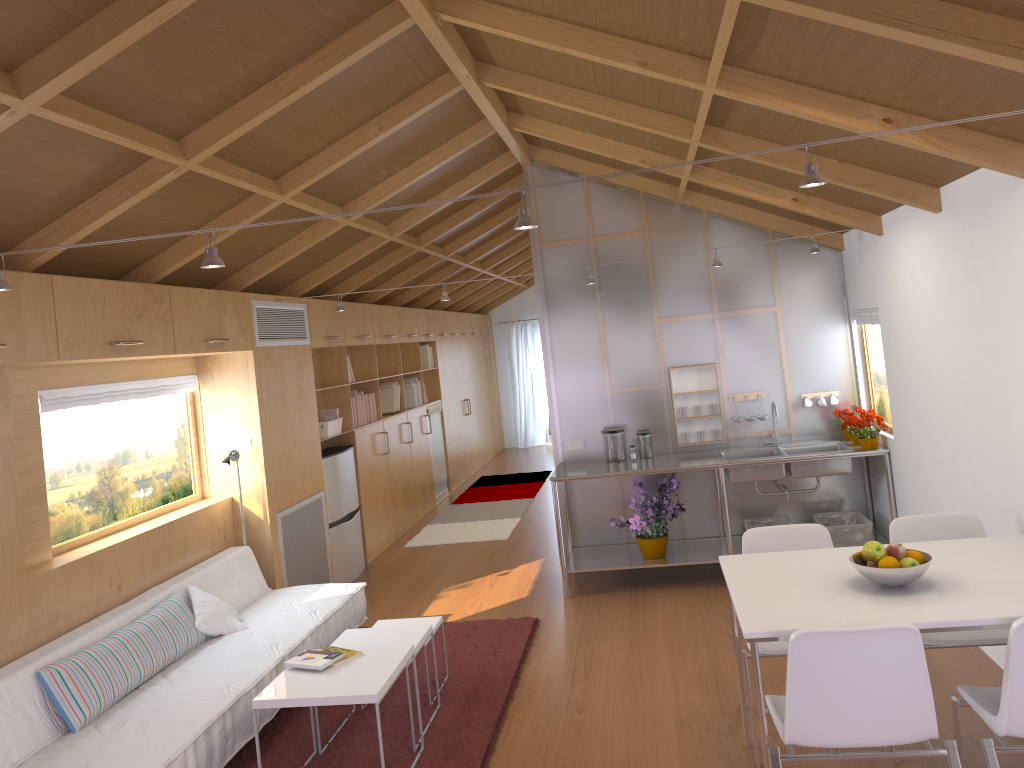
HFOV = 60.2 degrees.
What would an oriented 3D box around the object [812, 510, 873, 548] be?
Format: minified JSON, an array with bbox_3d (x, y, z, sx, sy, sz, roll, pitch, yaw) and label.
[{"bbox_3d":[2.124,0.941,5.680,0.298,0.159,0.415,-6,2,9],"label":"object"}]

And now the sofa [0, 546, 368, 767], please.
[{"bbox_3d":[-1.451,1.330,4.186,0.861,0.629,2.357,-6,2,9],"label":"sofa"}]

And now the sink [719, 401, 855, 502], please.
[{"bbox_3d":[1.787,0.440,5.835,0.809,0.642,0.564,-6,0,8],"label":"sink"}]

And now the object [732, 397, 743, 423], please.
[{"bbox_3d":[1.555,0.181,6.122,0.074,0.183,0.075,-7,-2,40],"label":"object"}]

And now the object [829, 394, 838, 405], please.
[{"bbox_3d":[2.200,0.105,6.049,0.059,0.080,0.062,-6,0,9],"label":"object"}]

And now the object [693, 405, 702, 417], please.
[{"bbox_3d":[1.295,0.191,6.162,0.061,0.077,0.061,-6,0,-17],"label":"object"}]

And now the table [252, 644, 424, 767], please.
[{"bbox_3d":[-0.669,1.357,3.507,0.484,0.439,0.525,-6,1,9],"label":"table"}]

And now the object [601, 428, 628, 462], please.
[{"bbox_3d":[0.717,0.425,6.172,0.171,0.216,0.172,-6,0,22],"label":"object"}]

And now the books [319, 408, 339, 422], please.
[{"bbox_3d":[-1.451,0.297,7.013,0.150,0.193,0.088,-6,-1,8],"label":"books"}]

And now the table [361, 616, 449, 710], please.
[{"bbox_3d":[-0.535,1.369,4.357,0.341,0.309,0.369,-6,1,9],"label":"table"}]

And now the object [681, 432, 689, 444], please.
[{"bbox_3d":[1.212,0.378,6.171,0.061,0.077,0.061,-6,0,21],"label":"object"}]

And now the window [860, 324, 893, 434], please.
[{"bbox_3d":[2.365,-0.093,5.656,0.026,0.796,0.724,-6,0,9],"label":"window"}]

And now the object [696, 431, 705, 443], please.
[{"bbox_3d":[1.314,0.368,6.156,0.061,0.077,0.061,-6,0,-17],"label":"object"}]

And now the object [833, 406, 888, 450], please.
[{"bbox_3d":[2.247,0.279,5.725,0.233,0.235,0.689,-6,2,9],"label":"object"}]

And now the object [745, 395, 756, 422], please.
[{"bbox_3d":[1.639,0.172,6.110,0.074,0.183,0.075,-7,-2,40],"label":"object"}]

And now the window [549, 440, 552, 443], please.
[{"bbox_3d":[0.704,0.040,14.283,0.873,1.790,0.026,-6,-2,8],"label":"window"}]

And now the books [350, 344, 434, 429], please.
[{"bbox_3d":[-1.206,-0.042,8.854,0.188,0.658,3.112,-6,2,9],"label":"books"}]

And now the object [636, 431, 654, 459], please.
[{"bbox_3d":[0.928,0.424,6.160,0.112,0.177,0.113,-6,-1,29],"label":"object"}]

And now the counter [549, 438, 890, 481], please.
[{"bbox_3d":[1.324,0.494,5.876,2.106,0.021,0.650,-6,3,8],"label":"counter"}]

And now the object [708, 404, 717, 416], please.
[{"bbox_3d":[1.397,0.181,6.147,0.061,0.077,0.061,-6,0,-17],"label":"object"}]

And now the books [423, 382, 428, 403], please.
[{"bbox_3d":[-1.049,0.079,9.810,0.175,0.297,0.279,-6,0,9],"label":"books"}]

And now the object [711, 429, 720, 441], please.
[{"bbox_3d":[1.416,0.357,6.141,0.061,0.077,0.061,-6,0,-17],"label":"object"}]

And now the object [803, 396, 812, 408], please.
[{"bbox_3d":[2.030,0.123,6.074,0.059,0.080,0.062,-6,0,9],"label":"object"}]

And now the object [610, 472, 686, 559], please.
[{"bbox_3d":[0.910,0.865,5.818,0.525,0.554,0.351,-6,-1,0],"label":"object"}]

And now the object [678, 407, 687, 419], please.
[{"bbox_3d":[1.193,0.201,6.177,0.061,0.077,0.061,-6,0,21],"label":"object"}]

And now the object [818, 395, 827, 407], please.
[{"bbox_3d":[2.122,0.115,6.055,0.059,0.081,0.062,-6,0,16],"label":"object"}]

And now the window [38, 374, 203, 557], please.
[{"bbox_3d":[-2.120,0.380,4.856,0.035,0.791,1.498,-6,2,9],"label":"window"}]

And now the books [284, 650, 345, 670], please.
[{"bbox_3d":[-0.807,1.127,3.616,0.192,0.016,0.153,-5,3,28],"label":"books"}]

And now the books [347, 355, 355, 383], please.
[{"bbox_3d":[-1.447,-0.144,7.422,0.175,0.297,0.279,-6,0,9],"label":"books"}]

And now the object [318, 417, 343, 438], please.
[{"bbox_3d":[-1.462,0.346,6.889,0.203,0.123,0.350,-6,2,9],"label":"object"}]

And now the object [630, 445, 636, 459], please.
[{"bbox_3d":[0.831,0.468,6.076,0.037,0.093,0.037,-7,-1,24],"label":"object"}]

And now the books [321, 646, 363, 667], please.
[{"bbox_3d":[-0.744,1.133,3.676,0.192,0.016,0.153,-4,3,38],"label":"books"}]

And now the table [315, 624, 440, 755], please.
[{"bbox_3d":[-0.598,1.356,3.962,0.424,0.384,0.459,-6,1,9],"label":"table"}]

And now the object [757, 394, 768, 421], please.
[{"bbox_3d":[1.724,0.164,6.097,0.074,0.183,0.075,-7,-2,40],"label":"object"}]

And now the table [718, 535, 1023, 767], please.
[{"bbox_3d":[1.389,1.021,2.980,1.207,0.744,0.899,-6,1,8],"label":"table"}]
